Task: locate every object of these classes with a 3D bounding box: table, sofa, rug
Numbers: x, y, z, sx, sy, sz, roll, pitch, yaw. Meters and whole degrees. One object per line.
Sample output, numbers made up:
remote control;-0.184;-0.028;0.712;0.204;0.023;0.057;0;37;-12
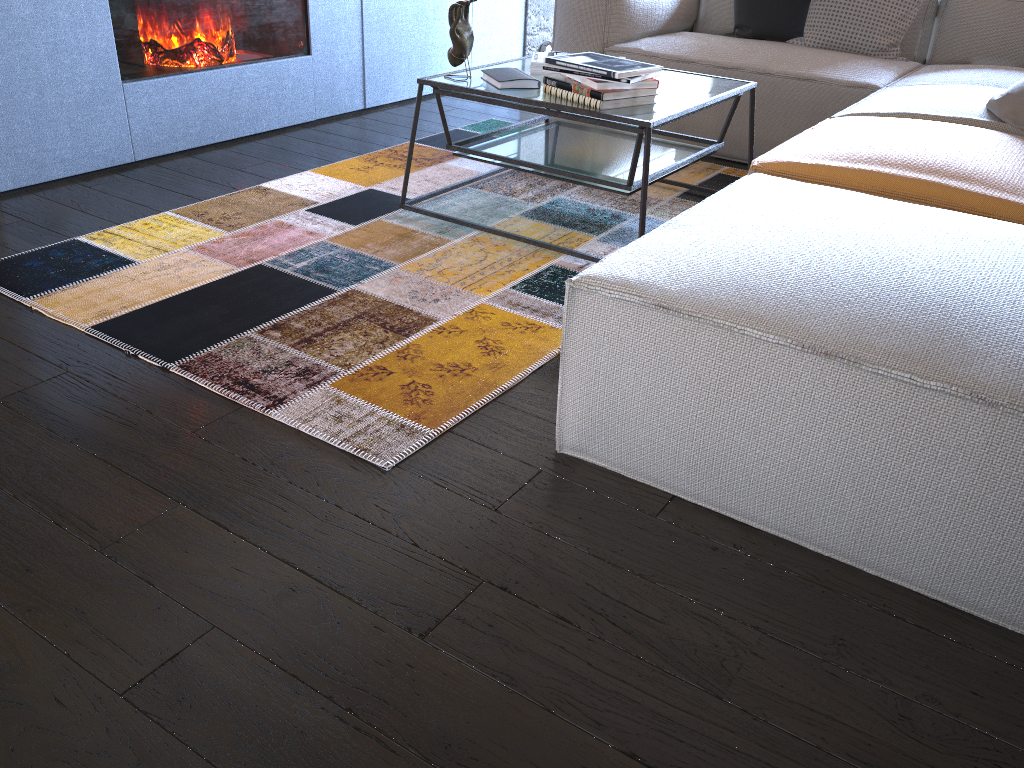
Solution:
table;0.239;-0.753;2.790;0.841;0.390;0.847;20;34;28
sofa;0.850;-0.835;2.772;2.534;0.699;3.294;20;33;27
rug;-0.154;-0.516;2.760;1.430;0.013;2.360;20;34;28

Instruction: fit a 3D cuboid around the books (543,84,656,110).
books;0.244;-0.812;2.481;0.209;0.024;0.247;-18;36;-33

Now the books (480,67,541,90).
books;-0.007;-0.898;2.604;0.129;0.030;0.181;-7;31;-18

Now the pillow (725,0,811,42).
pillow;1.145;-1.650;3.729;0.538;0.418;0.238;14;31;19

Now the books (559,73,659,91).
books;0.267;-0.856;2.470;0.190;0.023;0.239;-9;31;-20

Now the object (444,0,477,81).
object;-0.144;-1.000;2.572;0.093;0.223;0.099;-6;31;-16

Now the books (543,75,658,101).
books;0.246;-0.831;2.469;0.209;0.023;0.251;-18;36;-33

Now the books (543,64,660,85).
books;0.250;-0.867;2.452;0.267;0.014;0.196;20;33;27

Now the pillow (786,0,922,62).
pillow;1.410;-1.525;3.560;0.543;0.403;0.250;10;30;13

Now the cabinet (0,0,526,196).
cabinet;-0.995;-1.601;3.763;0.606;0.846;2.955;20;34;28

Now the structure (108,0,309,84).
structure;-1.206;-1.328;3.313;0.332;0.395;0.942;20;34;28

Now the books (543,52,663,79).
books;0.250;-0.881;2.444;0.267;0.014;0.196;28;38;37

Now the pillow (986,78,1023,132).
pillow;1.527;-0.832;2.421;0.358;0.315;0.483;-4;30;-13

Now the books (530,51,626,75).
books;0.216;-1.022;2.841;0.309;0.038;0.225;4;29;2
